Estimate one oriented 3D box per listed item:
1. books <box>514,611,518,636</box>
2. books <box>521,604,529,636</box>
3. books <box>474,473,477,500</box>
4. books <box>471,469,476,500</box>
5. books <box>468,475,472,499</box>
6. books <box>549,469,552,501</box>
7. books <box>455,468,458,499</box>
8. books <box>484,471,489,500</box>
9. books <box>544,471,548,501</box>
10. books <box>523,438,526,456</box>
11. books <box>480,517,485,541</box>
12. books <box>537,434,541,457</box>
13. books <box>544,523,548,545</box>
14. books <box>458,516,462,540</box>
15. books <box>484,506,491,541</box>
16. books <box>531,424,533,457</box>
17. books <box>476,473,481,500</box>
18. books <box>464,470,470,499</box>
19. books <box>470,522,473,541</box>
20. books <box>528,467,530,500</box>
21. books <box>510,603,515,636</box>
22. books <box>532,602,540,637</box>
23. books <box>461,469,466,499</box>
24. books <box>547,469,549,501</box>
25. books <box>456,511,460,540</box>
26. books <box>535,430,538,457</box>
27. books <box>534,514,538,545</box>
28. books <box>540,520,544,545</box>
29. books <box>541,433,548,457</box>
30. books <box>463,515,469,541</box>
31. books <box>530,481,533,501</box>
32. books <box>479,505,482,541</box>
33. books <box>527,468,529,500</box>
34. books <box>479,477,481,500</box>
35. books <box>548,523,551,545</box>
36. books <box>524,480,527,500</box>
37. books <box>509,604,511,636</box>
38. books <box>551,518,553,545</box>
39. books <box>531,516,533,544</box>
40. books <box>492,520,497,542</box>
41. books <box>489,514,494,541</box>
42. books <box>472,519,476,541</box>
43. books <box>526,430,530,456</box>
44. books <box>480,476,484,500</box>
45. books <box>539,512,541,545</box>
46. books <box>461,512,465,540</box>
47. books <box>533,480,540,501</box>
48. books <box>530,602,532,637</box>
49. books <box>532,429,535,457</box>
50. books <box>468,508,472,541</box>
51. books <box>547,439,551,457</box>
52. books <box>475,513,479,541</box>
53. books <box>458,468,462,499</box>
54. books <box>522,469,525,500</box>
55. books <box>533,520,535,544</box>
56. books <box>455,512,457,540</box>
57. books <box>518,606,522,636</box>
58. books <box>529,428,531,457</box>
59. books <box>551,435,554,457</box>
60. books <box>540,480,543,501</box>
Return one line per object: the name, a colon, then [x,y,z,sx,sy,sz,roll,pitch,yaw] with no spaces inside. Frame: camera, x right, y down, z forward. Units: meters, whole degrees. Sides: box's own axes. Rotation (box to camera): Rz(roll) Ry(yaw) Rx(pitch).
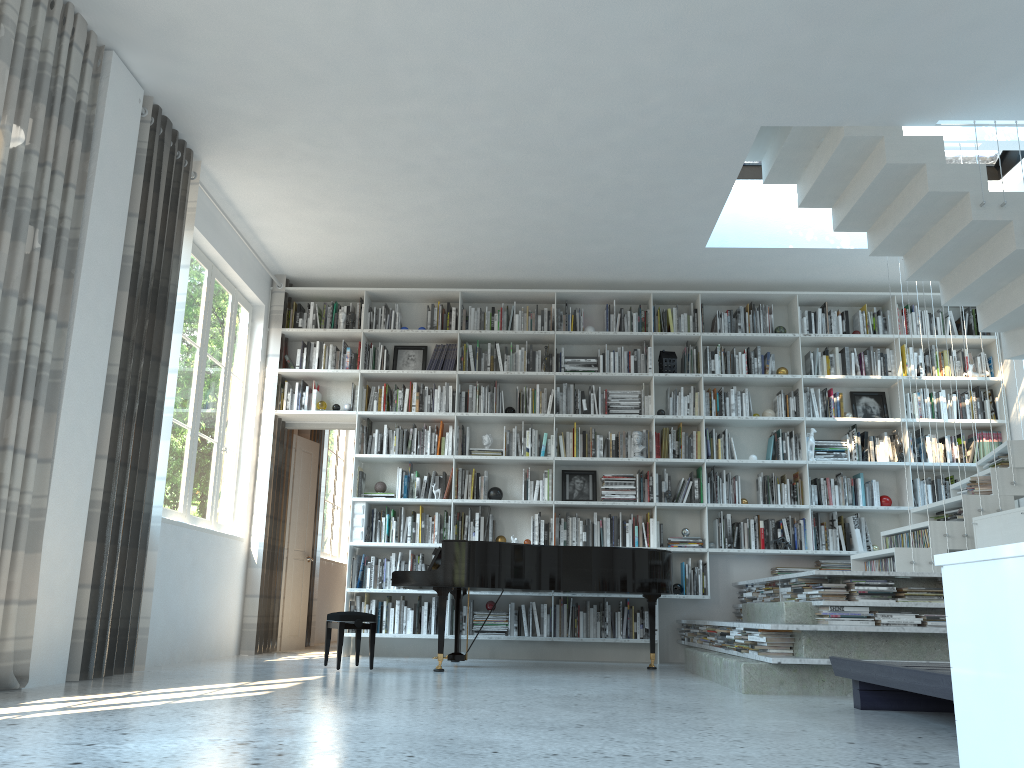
books: [0.035,1.970,7.298,0.029,0.201,0.178,1,-14,2]
books: [0.108,1.946,7.302,0.062,0.252,0.178,1,-14,2]
books: [-0.309,0.892,7.579,0.014,0.243,0.153,1,-14,2]
books: [-0.330,0.872,7.564,0.026,0.273,0.190,1,-14,2]
books: [-0.355,0.899,7.579,0.025,0.227,0.153,1,-14,2]
books: [0.324,0.879,7.553,0.021,0.281,0.162,1,-14,2]
books: [-0.472,0.872,7.598,0.012,0.284,0.160,1,-14,2]
books: [-0.221,0.884,7.587,0.028,0.265,0.145,1,-14,2]
books: [0.289,0.886,7.559,0.027,0.269,0.179,1,-14,2]
books: [0.111,0.571,7.658,0.025,0.189,0.140,1,-14,2]
books: [-0.250,1.251,7.497,0.029,0.240,0.136,1,-14,2]
books: [0.232,0.558,7.659,0.026,0.218,0.150,1,-14,2]
books: [0.285,1.282,7.482,0.031,0.194,0.142,1,-14,2]
books: [-0.432,1.246,7.490,0.030,0.238,0.157,1,-14,2]
books: [-0.210,1.205,7.491,0.050,0.327,0.167,1,-14,2]
books: [0.169,0.512,7.650,0.011,0.300,0.179,1,-14,2]
books: [-0.288,0.895,7.595,0.028,0.247,0.143,1,-14,2]
books: [-0.386,0.881,7.581,0.036,0.262,0.167,1,-14,2]
books: [-0.338,1.269,7.485,0.024,0.195,0.157,1,-14,2]
books: [0.147,0.872,7.575,0.012,0.297,0.166,1,-14,2]
books: [0.005,1.942,7.318,0.031,0.265,0.145,1,-14,2]
books: [0.199,1.937,7.305,0.073,0.275,0.181,1,-14,2]
books: [-0.416,0.877,7.591,0.026,0.274,0.155,1,-14,2]
books: [0.308,0.879,7.551,0.011,0.278,0.188,1,-14,2]
books: [-0.453,1.225,7.499,0.013,0.282,0.147,1,-14,2]
books: [0.209,0.540,7.664,0.022,0.255,0.152,1,-14,2]
books: [0.204,1.239,7.473,0.027,0.268,0.159,1,-14,2]
books: [0.255,1.264,7.467,0.029,0.220,0.153,1,-14,2]
books: [0.275,0.549,7.636,0.060,0.227,0.179,1,-14,2]
books: [-0.385,1.242,7.490,0.042,0.247,0.163,1,-14,2]
books: [0.167,0.930,7.567,0.030,0.182,0.155,1,-14,2]
books: [-0.269,1.205,7.518,0.013,0.338,0.138,1,-14,2]
books: [0.136,0.876,7.578,0.011,0.291,0.156,1,-14,2]
books: [-0.269,0.909,7.570,0.011,0.207,0.180,1,-14,2]
books: [0.312,1.276,7.469,0.024,0.200,0.159,1,-14,2]
books: [0.116,0.924,7.555,0.025,0.185,0.154,1,-14,2]
books: [-0.017,1.943,7.303,0.012,0.253,0.161,1,-14,2]
books: [0.335,1.263,7.499,0.019,0.241,0.107,1,-14,2]
books: [0.170,1.249,7.482,0.012,0.253,0.161,1,-14,2]
books: [-0.148,1.265,7.488,0.023,0.211,0.160,1,-14,2]
books: [-0.173,1.237,7.480,0.027,0.260,0.164,1,-14,2]
books: [-0.315,1.259,7.483,0.021,0.214,0.172,1,-14,2]
books: [0.137,0.538,7.646,0.028,0.246,0.170,1,-14,2]
books: [-0.250,0.904,7.567,0.028,0.215,0.175,1,-14,2]
books: [0.235,1.232,7.484,0.014,0.290,0.132,1,-14,2]
books: [-0.411,1.228,7.486,0.012,0.271,0.181,1,-14,2]
books: [0.210,0.924,7.551,0.057,0.188,0.156,1,-14,2]
books: [0.156,1.934,7.293,0.012,0.274,0.180,1,-14,2]
books: [0.186,0.533,7.645,0.023,0.259,0.171,1,-14,2]
books: [-0.356,1.211,7.495,0.014,0.312,0.166,1,-14,2]
books: [0.319,0.576,7.646,0.027,0.180,0.142,1,-14,2]
books: [-0.290,1.232,7.486,0.027,0.268,0.185,1,-14,2]
books: [-0.442,0.871,7.588,0.025,0.283,0.146,1,-14,2]
books: [0.099,0.877,7.571,0.012,0.284,0.160,1,-14,2]
books: [0.183,1.265,7.486,0.015,0.225,0.148,1,-14,2]
books: [-0.466,1.231,7.508,0.013,0.275,0.147,1,-14,2]
books: [0.064,1.956,7.312,0.028,0.237,0.136,1,-14,2]
books: [0.157,0.527,7.637,0.012,0.265,0.193,1,-14,2]
books: [0.346,0.560,7.652,0.026,0.216,0.127,1,-14,2]
books: [0.250,0.926,7.555,0.024,0.187,0.173,1,-14,2]
